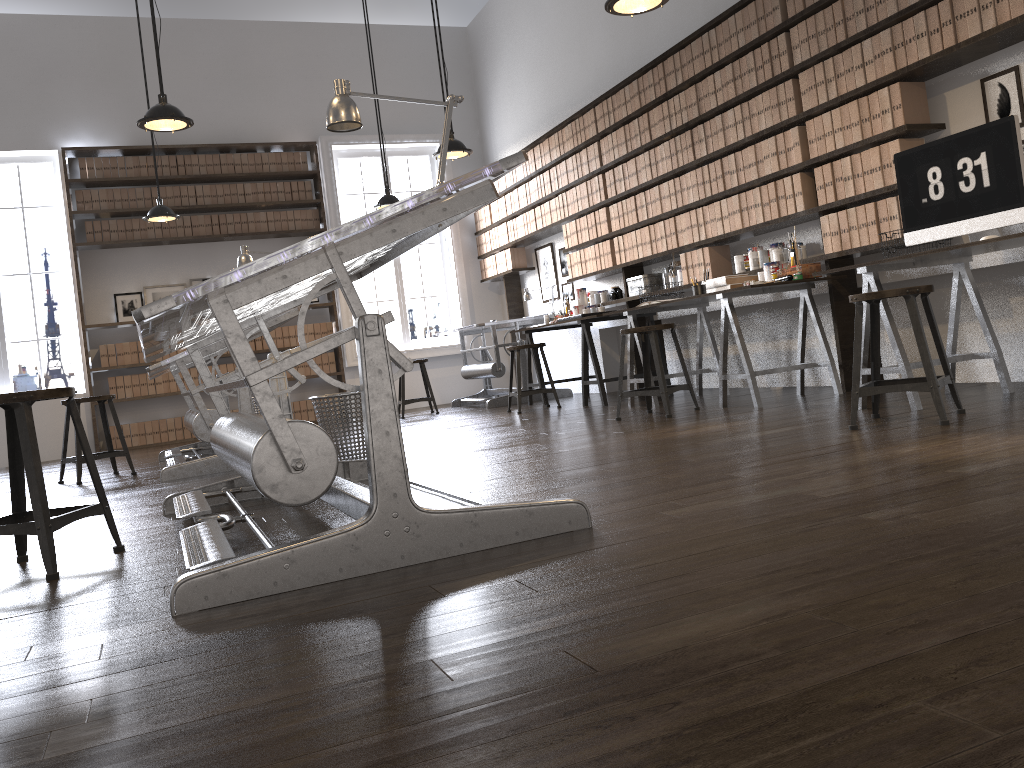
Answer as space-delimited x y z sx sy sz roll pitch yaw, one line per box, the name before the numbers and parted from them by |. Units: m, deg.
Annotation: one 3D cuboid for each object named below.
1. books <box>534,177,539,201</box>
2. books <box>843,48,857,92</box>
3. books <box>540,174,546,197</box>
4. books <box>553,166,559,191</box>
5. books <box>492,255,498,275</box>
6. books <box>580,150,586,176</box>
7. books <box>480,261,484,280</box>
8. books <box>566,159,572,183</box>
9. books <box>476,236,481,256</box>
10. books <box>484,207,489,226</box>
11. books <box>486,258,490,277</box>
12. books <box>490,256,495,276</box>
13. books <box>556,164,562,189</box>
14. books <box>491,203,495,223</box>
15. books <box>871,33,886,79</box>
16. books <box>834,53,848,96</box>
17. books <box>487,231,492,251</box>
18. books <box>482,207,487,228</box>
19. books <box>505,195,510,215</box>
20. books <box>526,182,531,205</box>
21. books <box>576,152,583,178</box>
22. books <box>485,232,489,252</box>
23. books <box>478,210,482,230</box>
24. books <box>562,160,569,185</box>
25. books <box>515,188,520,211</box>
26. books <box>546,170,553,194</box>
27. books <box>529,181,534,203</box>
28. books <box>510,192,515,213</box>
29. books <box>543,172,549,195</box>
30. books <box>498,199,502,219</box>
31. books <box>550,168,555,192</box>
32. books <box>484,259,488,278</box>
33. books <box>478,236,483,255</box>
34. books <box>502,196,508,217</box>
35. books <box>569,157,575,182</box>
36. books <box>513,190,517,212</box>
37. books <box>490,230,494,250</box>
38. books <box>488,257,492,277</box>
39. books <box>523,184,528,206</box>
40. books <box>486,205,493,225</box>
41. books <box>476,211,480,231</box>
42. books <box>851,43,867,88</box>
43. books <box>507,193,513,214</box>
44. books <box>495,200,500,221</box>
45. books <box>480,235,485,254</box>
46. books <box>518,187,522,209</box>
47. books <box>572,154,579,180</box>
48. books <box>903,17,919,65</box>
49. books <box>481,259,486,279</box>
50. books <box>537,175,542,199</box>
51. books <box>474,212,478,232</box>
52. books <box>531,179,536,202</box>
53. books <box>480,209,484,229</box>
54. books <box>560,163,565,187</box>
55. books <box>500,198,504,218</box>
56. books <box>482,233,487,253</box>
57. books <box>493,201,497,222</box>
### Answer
books | 0.313 -1.874 8.511 0.175 0.226 0.066 -7 -1 -22
books | 1.874 -1.678 4.742 0.175 0.226 0.066 -7 -1 -22
books | 0.368 -1.877 8.387 0.175 0.226 0.066 -7 -1 -22
books | 0.476 -1.882 8.112 0.175 0.226 0.066 -7 -1 -22
books | -0.112 -1.310 9.726 0.175 0.226 0.066 -7 -1 -22
books | 0.687 -1.892 7.604 0.175 0.226 0.066 -7 -1 -22
books | -0.267 -1.303 10.118 0.175 0.226 0.066 -7 -1 -22
books | 0.582 -1.887 7.858 0.175 0.226 0.066 -7 -1 -22
books | -0.309 -1.578 10.126 0.175 0.226 0.066 -7 -1 -22
books | -0.203 -1.856 9.802 0.175 0.226 0.066 -7 -1 -22
books | -0.188 -1.307 9.919 0.175 0.226 0.066 -7 -1 -22
books | -0.142 -1.309 9.792 0.175 0.226 0.066 -7 -1 -22
books | 0.507 -1.883 8.048 0.175 0.226 0.066 -7 -1 -22
books | -0.128 -1.854 9.611 0.175 0.226 0.066 -7 -1 -22
books | 1.950 -1.681 4.551 0.175 0.226 0.066 -7 -1 -22
books | 1.849 -1.677 4.807 0.175 0.226 0.066 -7 -1 -22
books | -0.175 -1.584 9.798 0.175 0.226 0.066 -7 -1 -22
books | -0.234 -1.855 9.862 0.175 0.226 0.066 -7 -1 -22
books | 0.033 -1.862 9.221 0.175 0.226 0.066 -7 -1 -22
books | 0.239 -1.871 8.709 0.175 0.226 0.066 -7 -1 -22
books | 0.659 -1.890 7.668 0.175 0.226 0.066 -7 -1 -22
books | -0.198 -1.583 9.870 0.175 0.226 0.066 -7 -1 -22
books | -0.279 -1.853 9.983 0.175 0.226 0.066 -7 -1 -22
books | 0.553 -1.885 7.918 0.175 0.226 0.066 -7 -1 -22
books | 0.132 -1.866 8.959 0.175 0.226 0.066 -7 -1 -22
books | 0.421 -1.879 8.247 0.175 0.226 0.066 -7 -1 -22
books | 0.266 -1.872 8.645 0.175 0.226 0.066 -7 -1 -22
books | 0.086 -1.864 9.089 0.175 0.226 0.066 -7 -1 -22
books | 0.398 -1.878 8.318 0.175 0.226 0.066 -7 -1 -22
books | -0.049 -1.858 9.418 0.175 0.226 0.066 -7 -1 -22
books | 0.454 -1.881 8.180 0.175 0.226 0.066 -7 -1 -22
books | -0.211 -1.306 9.980 0.175 0.226 0.066 -7 -1 -22
books | -0.278 -1.580 10.066 0.175 0.226 0.066 -7 -1 -22
books | 0.000 -1.860 9.288 0.175 0.226 0.066 -7 -1 -22
books | 0.604 -1.888 7.799 0.175 0.226 0.066 -7 -1 -22
books | 0.112 -1.865 9.024 0.175 0.226 0.066 -7 -1 -22
books | -0.142 -1.586 9.732 0.175 0.226 0.066 -7 -1 -22
books | -0.169 -1.307 9.859 0.175 0.226 0.066 -7 -1 -22
books | 0.209 -1.869 8.772 0.175 0.226 0.066 -7 -1 -22
books | -0.177 -1.858 9.737 0.175 0.226 0.066 -7 -1 -22
books | -0.308 -1.851 10.050 0.175 0.226 0.066 -7 -1 -22
books | 1.896 -1.679 4.675 0.175 0.226 0.066 -7 -1 -22
books | 0.055 -1.862 9.153 0.175 0.226 0.066 -7 -1 -22
books | -0.077 -1.856 9.475 0.175 0.226 0.066 -7 -1 -22
books | -0.252 -1.581 10.001 0.175 0.226 0.066 -7 -1 -22
books | 0.161 -1.867 8.899 0.175 0.226 0.066 -7 -1 -22
books | 0.629 -1.889 7.732 0.175 0.226 0.066 -7 -1 -22
books | 2.028 -1.685 4.362 0.175 0.226 0.066 -7 -1 -22
books | -0.244 -1.304 10.047 0.175 0.226 0.066 -7 -1 -22
books | 0.340 -1.875 8.444 0.175 0.226 0.066 -7 -1 -22
books | -0.331 -1.851 10.116 0.175 0.226 0.066 -7 -1 -22
books | 0.289 -1.873 8.579 0.175 0.226 0.066 -7 -1 -22
books | -0.255 -1.854 9.926 0.175 0.226 0.066 -7 -1 -22
books | 0.533 -1.885 7.983 0.175 0.226 0.066 -7 -1 -22
books | -0.023 -1.859 9.359 0.175 0.226 0.066 -7 -1 -22
books | -0.229 -1.582 9.934 0.175 0.226 0.066 -7 -1 -22
books | -0.104 -1.855 9.542 0.175 0.226 0.066 -7 -1 -22
